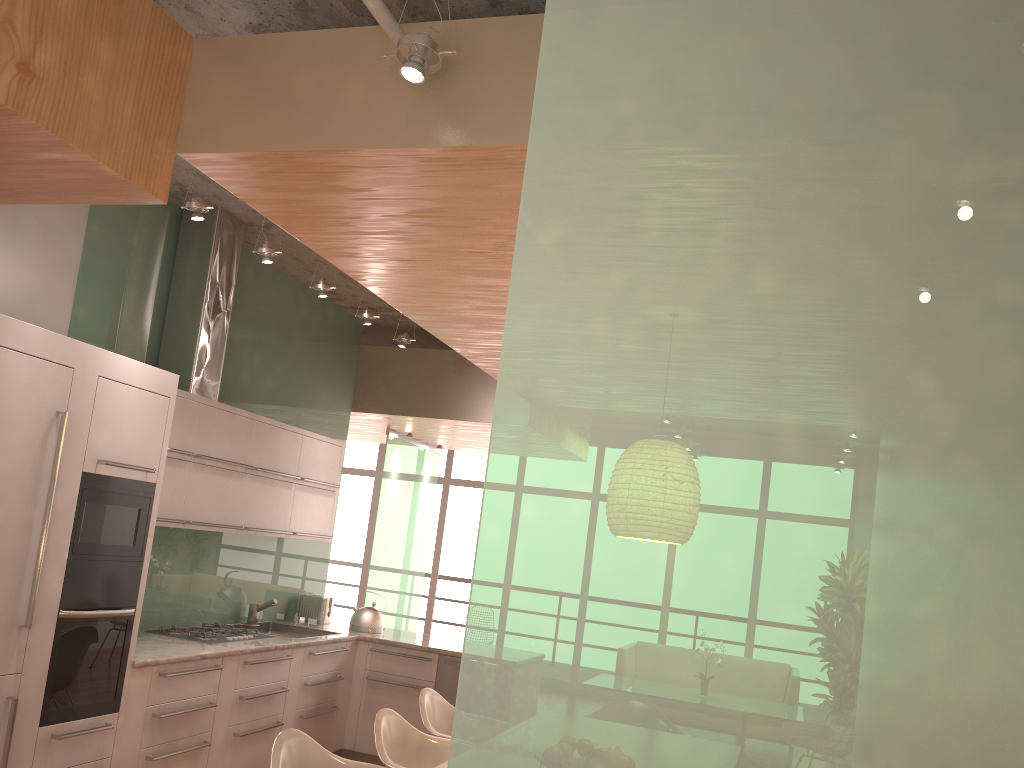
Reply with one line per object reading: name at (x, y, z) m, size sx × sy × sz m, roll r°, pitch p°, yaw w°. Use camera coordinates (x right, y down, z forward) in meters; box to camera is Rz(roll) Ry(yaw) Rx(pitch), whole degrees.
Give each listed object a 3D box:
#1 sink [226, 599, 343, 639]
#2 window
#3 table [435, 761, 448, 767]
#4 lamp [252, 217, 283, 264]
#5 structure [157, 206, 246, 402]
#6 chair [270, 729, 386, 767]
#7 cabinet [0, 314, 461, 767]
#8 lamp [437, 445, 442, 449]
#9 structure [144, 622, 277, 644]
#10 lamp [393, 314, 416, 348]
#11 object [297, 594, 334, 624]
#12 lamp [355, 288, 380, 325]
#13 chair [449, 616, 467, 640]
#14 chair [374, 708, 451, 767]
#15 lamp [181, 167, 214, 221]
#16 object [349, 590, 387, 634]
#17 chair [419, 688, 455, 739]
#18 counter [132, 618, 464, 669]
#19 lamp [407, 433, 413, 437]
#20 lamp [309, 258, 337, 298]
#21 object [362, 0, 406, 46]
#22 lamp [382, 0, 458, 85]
sink at (-1.586, 1.689, 6.107) m, size 0.616 × 0.379 × 0.651 m, roll 4°, pitch -10°, yaw 18°
window at (-0.005, 2.127, 11.424) m, size 8.558 × 3.250 × 0.063 m, roll 4°, pitch -6°, yaw 18°
table at (0.317, 1.970, 3.608) m, size 1.025 × 0.801 × 2.099 m, roll 4°, pitch -10°, yaw 18°
lamp at (-1.230, -0.849, 4.532) m, size 0.153 × 0.466 × 0.104 m, roll 9°, pitch -6°, yaw -14°
structure at (-1.841, -0.466, 5.217) m, size 0.255 × 1.122 × 0.265 m, roll 6°, pitch -6°, yaw 18°
chair at (-0.608, 1.749, 3.222) m, size 0.642 × 0.840 × 0.692 m, roll 6°, pitch -8°, yaw 13°
cabinet at (-1.260, 1.290, 5.004) m, size 1.913 × 2.251 × 4.298 m, roll 5°, pitch -10°, yaw 18°
lamp at (-0.718, 0.438, 9.142) m, size 0.103 × 0.466 × 0.154 m, roll 8°, pitch -6°, yaw -9°
structure at (-1.827, 1.520, 5.416) m, size 0.489 × 0.038 × 0.685 m, roll 4°, pitch -11°, yaw 18°
lamp at (-0.726, -0.481, 6.144) m, size 0.153 × 0.466 × 0.104 m, roll 9°, pitch -6°, yaw -14°
object at (-1.515, 1.744, 6.839) m, size 0.237 × 0.200 × 0.155 m, roll 5°, pitch -8°, yaw 18°
lamp at (-0.894, -0.604, 5.607) m, size 0.153 × 0.466 × 0.104 m, roll 9°, pitch -6°, yaw -14°
chair at (-0.496, 3.202, 10.944) m, size 0.543 × 0.892 × 0.567 m, roll 5°, pitch -7°, yaw 18°
chair at (-0.335, 1.909, 3.853) m, size 0.642 × 0.853 × 0.692 m, roll 6°, pitch -7°, yaw 13°
lamp at (-1.397, -0.971, 3.997) m, size 0.153 × 0.466 × 0.104 m, roll 9°, pitch -6°, yaw -14°
object at (-1.086, 1.722, 6.694) m, size 0.262 × 0.302 × 0.265 m, roll 2°, pitch -9°, yaw 34°
chair at (-0.212, 2.056, 4.550) m, size 0.642 × 0.853 × 0.692 m, roll 6°, pitch -7°, yaw 13°
counter at (-0.417, 1.071, 5.400) m, size 3.215 × 1.334 × 3.106 m, roll 4°, pitch -10°, yaw 18°
lamp at (-0.943, 0.274, 8.422) m, size 0.103 × 0.466 × 0.154 m, roll 8°, pitch -6°, yaw -9°
lamp at (-1.062, -0.727, 5.069) m, size 0.153 × 0.466 × 0.104 m, roll 9°, pitch -6°, yaw -14°
object at (-1.041, -1.572, 0.598) m, size 0.135 × 0.110 × 4.538 m, roll 5°, pitch -11°, yaw 18°
lamp at (-0.241, -1.094, 2.510) m, size 0.199 × 0.478 × 0.135 m, roll 9°, pitch -6°, yaw -14°
